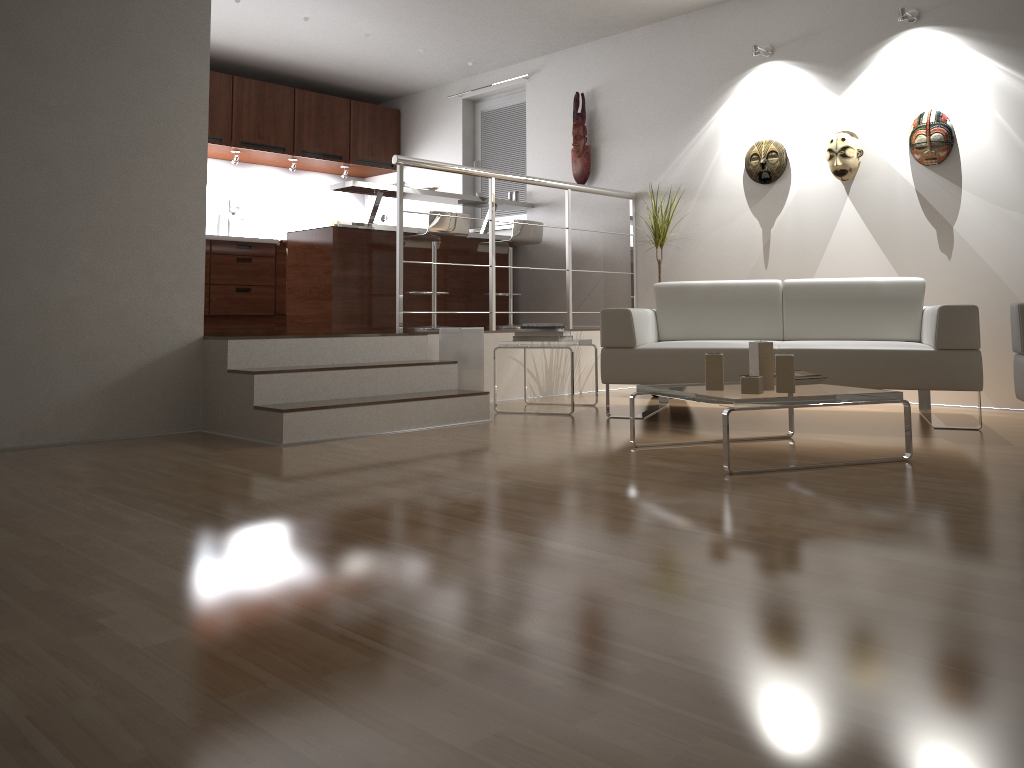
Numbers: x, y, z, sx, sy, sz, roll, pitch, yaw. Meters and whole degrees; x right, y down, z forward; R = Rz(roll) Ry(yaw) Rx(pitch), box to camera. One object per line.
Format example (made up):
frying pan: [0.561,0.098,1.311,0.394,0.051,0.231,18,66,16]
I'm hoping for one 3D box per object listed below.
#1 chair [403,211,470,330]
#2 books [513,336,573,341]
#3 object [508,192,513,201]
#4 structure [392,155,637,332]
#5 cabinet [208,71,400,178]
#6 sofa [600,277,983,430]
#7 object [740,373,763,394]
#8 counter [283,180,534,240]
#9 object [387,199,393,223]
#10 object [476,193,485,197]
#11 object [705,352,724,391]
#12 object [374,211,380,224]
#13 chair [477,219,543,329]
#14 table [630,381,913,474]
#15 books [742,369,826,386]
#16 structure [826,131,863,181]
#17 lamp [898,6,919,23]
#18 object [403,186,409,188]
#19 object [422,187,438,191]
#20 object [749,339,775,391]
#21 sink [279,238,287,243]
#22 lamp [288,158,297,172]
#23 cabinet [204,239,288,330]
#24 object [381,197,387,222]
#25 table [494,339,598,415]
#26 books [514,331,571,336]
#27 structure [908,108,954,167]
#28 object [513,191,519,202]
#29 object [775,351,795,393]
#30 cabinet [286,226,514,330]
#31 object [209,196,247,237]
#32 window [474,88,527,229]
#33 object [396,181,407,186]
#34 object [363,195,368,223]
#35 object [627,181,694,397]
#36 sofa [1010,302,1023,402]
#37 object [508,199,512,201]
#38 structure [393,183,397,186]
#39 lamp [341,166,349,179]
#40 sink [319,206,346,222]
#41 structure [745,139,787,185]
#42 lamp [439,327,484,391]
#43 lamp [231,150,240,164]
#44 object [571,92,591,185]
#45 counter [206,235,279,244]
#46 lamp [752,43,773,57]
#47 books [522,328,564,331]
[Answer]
chair: [-0.565,-0.825,6.444,0.387,0.856,0.423,2,-4,-41]
books: [0.178,-0.265,5.062,0.287,0.027,0.227,2,5,24]
object: [-0.009,-1.624,7.666,0.052,0.110,0.052,-2,-4,29]
structure: [0.127,-0.897,5.969,2.322,1.059,0.057,-3,-2,-45]
cabinet: [-2.326,-2.434,8.245,2.716,0.640,0.648,-4,2,-45]
sofa: [1.440,-0.201,4.668,1.780,0.746,0.904,1,1,20]
object: [0.873,-0.002,3.185,0.067,0.075,0.067,-1,-1,30]
counter: [-0.738,-1.372,7.244,0.837,0.320,2.101,3,5,45]
object: [-1.241,-1.833,8.942,0.071,0.386,0.023,-5,-7,44]
object: [-0.262,-1.567,7.296,0.079,0.046,0.067,-1,1,-8]
object: [0.776,-0.053,3.356,0.067,0.152,0.066,-1,-3,15]
object: [-1.406,-1.846,9.110,0.106,0.382,0.020,-4,-6,44]
chair: [-0.003,-0.871,7.005,0.424,0.856,0.385,-3,-4,40]
table: [0.977,0.142,3.411,0.794,0.251,0.699,-2,3,-20]
books: [1.120,-0.029,3.626,0.203,0.056,0.291,-2,4,-30]
structure: [2.098,-1.462,5.591,0.129,0.332,0.242,3,-4,-44]
lamp: [2.399,-2.242,5.320,0.190,0.109,0.080,-2,0,-45]
object: [-0.856,-1.492,6.653,0.129,0.008,0.140,-4,6,-42]
object: [-0.635,-1.544,6.997,0.140,0.042,0.129,-4,5,-43]
object: [0.951,-0.076,3.339,0.067,0.198,0.066,1,-4,-20]
sink: [-2.096,-1.267,8.365,0.599,0.201,0.600,3,5,45]
lamp: [-2.060,-2.054,8.227,0.080,0.125,0.079,0,-2,-5]
cabinet: [-2.583,-0.892,7.829,3.501,0.805,0.678,-4,2,-45]
object: [-1.313,-1.849,9.046,0.090,0.369,0.043,-5,-6,44]
table: [0.208,-0.056,5.133,0.464,0.403,0.549,0,1,20]
books: [0.178,-0.292,5.064,0.287,0.027,0.227,1,4,14]
structure: [2.495,-1.481,5.243,0.263,0.358,0.075,-2,-4,45]
object: [0.037,-1.622,7.630,0.052,0.113,0.052,-2,-4,29]
object: [1.007,-0.045,3.232,0.067,0.153,0.066,-1,-3,15]
cabinet: [-0.864,-0.829,7.171,1.846,0.756,0.631,-3,1,-45]
object: [-2.609,-1.517,8.104,0.328,0.409,0.163,1,-3,-45]
window: [-0.061,-2.065,8.094,0.840,1.280,0.141,-2,-5,45]
object: [-0.842,-1.516,6.663,0.079,0.046,0.067,0,1,-1]
object: [-1.544,-1.853,9.238,0.064,0.386,0.033,-5,-7,45]
object: [1.005,-0.658,5.950,0.501,1.489,0.437,2,-5,-32]
sofa: [2.175,-0.053,2.622,0.905,0.744,1.780,0,3,20]
object: [-0.016,-1.587,7.601,0.051,0.046,0.050,0,0,2]
structure: [-1.367,-2.042,9.132,0.596,0.034,0.048,4,4,45]
lamp: [-1.650,-2.087,8.636,0.080,0.125,0.079,0,-2,-5]
sink: [-1.633,-1.496,8.844,0.671,0.584,0.599,-1,0,-45]
structure: [1.725,-1.528,6.002,0.316,0.319,0.069,-1,-3,45]
lamp: [-0.292,-0.092,5.122,0.198,0.486,0.191,-4,-5,45]
lamp: [-2.470,-2.021,7.818,0.080,0.125,0.079,0,-2,-5]
object: [0.563,-2.004,7.183,0.151,0.797,0.149,0,-5,0]
counter: [-3.080,-1.236,7.368,0.679,0.040,2.101,4,6,45]
lamp: [1.707,-2.289,6.009,0.190,0.109,0.080,-2,0,-45]
books: [0.178,-0.313,5.066,0.216,0.014,0.151,1,4,14]
